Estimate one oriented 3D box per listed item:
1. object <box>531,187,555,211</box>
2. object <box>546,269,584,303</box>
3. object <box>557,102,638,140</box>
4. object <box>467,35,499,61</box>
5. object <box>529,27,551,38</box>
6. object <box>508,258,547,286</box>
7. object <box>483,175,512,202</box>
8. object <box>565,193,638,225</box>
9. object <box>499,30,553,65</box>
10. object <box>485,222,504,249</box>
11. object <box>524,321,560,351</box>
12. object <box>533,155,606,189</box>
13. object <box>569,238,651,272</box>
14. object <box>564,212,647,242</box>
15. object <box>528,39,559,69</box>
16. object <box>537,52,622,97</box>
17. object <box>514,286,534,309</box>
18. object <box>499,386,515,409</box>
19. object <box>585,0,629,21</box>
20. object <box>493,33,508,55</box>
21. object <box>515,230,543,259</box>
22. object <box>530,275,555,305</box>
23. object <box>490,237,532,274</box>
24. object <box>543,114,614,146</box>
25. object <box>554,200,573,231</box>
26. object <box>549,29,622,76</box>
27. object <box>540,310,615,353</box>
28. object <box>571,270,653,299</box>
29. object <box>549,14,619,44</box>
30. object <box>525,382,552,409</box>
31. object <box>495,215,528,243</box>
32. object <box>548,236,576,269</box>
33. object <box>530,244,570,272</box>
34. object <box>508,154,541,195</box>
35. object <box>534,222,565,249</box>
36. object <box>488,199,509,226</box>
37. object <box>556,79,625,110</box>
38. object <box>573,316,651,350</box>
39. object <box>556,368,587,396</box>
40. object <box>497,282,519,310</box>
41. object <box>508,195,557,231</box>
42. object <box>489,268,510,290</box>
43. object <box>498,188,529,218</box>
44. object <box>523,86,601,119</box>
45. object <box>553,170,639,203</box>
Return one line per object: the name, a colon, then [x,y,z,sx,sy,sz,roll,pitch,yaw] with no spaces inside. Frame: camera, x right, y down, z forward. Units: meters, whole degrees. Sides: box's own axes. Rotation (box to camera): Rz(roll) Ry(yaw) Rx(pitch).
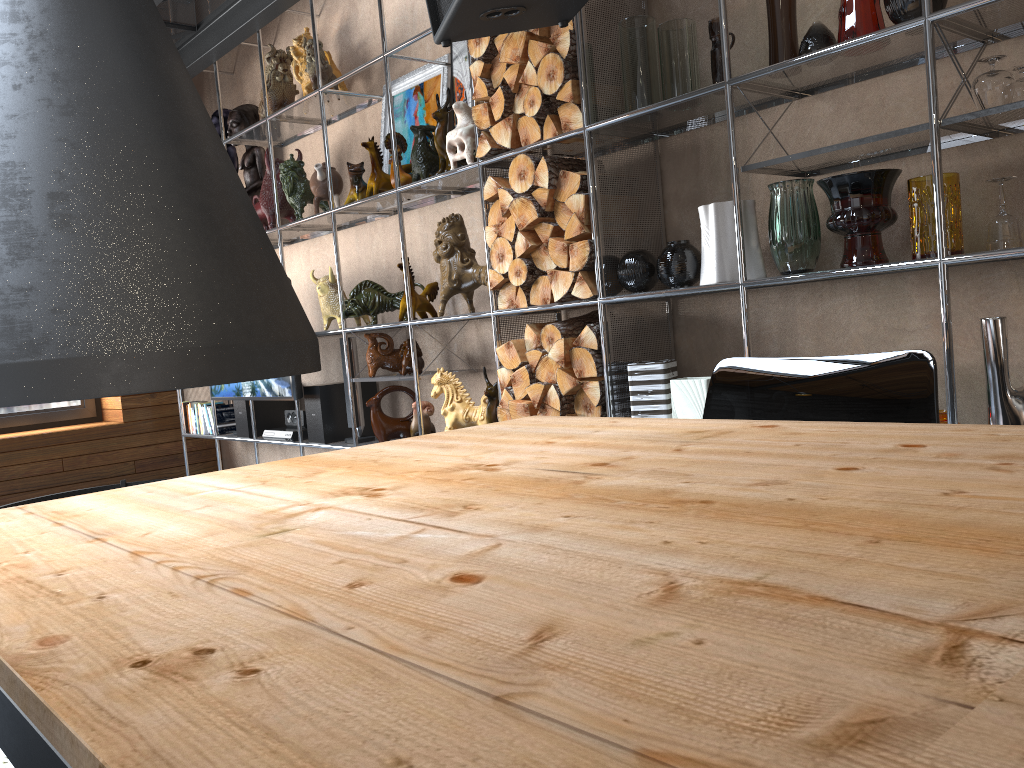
object: [0.213,-0.663,3.203,0.303,0.090,0.098,-8,4,-42]
object: [0.307,-0.360,3.203,0.362,0.131,0.154,-8,4,-40]
object: [0.305,-0.921,3.100,0.287,0.112,0.126,-8,4,-40]
object: [-0.003,-1.275,3.336,0.312,0.150,0.140,-8,4,-37]
object: [0.200,-1.257,3.151,0.362,0.115,0.098,-8,4,-40]
object: [0.128,-0.418,3.322,0.312,0.110,0.103,-8,5,-44]
object: [0.039,-0.742,3.405,0.308,0.107,0.121,-8,5,-44]
object: [0.319,-0.608,3.100,0.097,0.120,0.308,-2,5,45]
object: [0.124,-1.194,3.203,0.322,0.128,0.164,-8,4,-40]
object: [0.044,-0.554,3.428,0.310,0.121,0.111,-8,4,-41]
object: [0.188,-0.183,3.368,0.289,0.121,0.107,-8,4,-40]
object: [0.203,-0.745,3.174,0.289,0.121,0.107,-8,4,-40]
object: [0.348,-0.449,3.100,0.321,0.109,0.110,-8,4,-40]
object: [0.332,-0.543,3.107,0.331,0.110,0.107,-8,5,-43]
object: [0.219,-1.156,3.127,0.329,0.107,0.128,-8,4,-41]
object: [0.235,-1.063,3.092,0.286,0.143,0.143,-8,4,-40]
object: [0.143,-0.337,3.373,0.303,0.095,0.087,-8,4,-41]
object: [0.096,0.029,3.459,0.331,0.110,0.107,-8,5,-43]
object: [0.253,-1.316,3.066,0.308,0.107,0.121,-8,4,-37]
object: [0.080,-1.230,3.266,0.303,0.090,0.098,-8,4,-40]
object: [0.165,-0.528,3.301,0.331,0.110,0.101,-8,4,-39]
object: [0.213,-0.351,3.289,0.299,0.114,0.135,-8,5,-43]
object: [0.067,-0.490,3.379,0.286,0.143,0.143,-8,4,-41]
object: [0.244,-0.908,3.164,0.303,0.095,0.087,-8,4,-40]
object: [0.285,-0.599,3.172,0.291,0.153,0.112,-8,5,-44]
object: [0.279,-1.129,3.063,0.310,0.121,0.111,-8,4,-40]
object: [0.246,-0.198,3.289,0.312,0.150,0.140,-8,5,-44]
object: [0.353,-0.355,3.113,0.330,0.105,0.107,-8,5,-43]
object: [0.273,-1.228,3.079,0.299,0.114,0.135,-8,4,-38]
object: [0.198,0.027,3.317,0.330,0.098,0.107,-8,5,-45]
object: [0.098,-0.584,3.359,0.329,0.107,0.128,-8,4,-40]
object: [0.271,-0.482,3.183,0.329,0.135,0.095,-8,5,-44]
object: [0.217,-0.466,3.273,0.288,0.118,0.147,-8,5,-44]
object: [0.142,-0.757,3.252,0.312,0.150,0.140,-8,5,-44]
object: [0.229,-0.543,3.249,0.330,0.098,0.107,-8,5,-45]
object: [0.056,-0.654,3.422,0.299,0.114,0.135,-8,5,-43]
object: [0.294,-0.986,3.064,0.303,0.088,0.095,-8,4,-39]
object: [0.351,-0.183,3.137,0.308,0.107,0.121,-8,5,-44]
object: [0.322,-0.023,3.202,0.329,0.107,0.128,-8,4,-40]
object: [0.088,-0.346,3.443,0.287,0.112,0.126,-8,4,-41]
object: [0.158,-0.625,3.255,0.322,0.128,0.164,-8,4,-41]
object: [0.050,-0.411,3.439,0.303,0.088,0.095,-8,5,-42]
object: [0.116,-0.685,3.340,0.362,0.115,0.098,-8,4,-41]
object: [0.189,-0.989,3.159,0.312,0.110,0.103,-8,4,-37]
object: [0.300,-0.695,3.133,0.299,0.119,0.151,-8,4,-38]
